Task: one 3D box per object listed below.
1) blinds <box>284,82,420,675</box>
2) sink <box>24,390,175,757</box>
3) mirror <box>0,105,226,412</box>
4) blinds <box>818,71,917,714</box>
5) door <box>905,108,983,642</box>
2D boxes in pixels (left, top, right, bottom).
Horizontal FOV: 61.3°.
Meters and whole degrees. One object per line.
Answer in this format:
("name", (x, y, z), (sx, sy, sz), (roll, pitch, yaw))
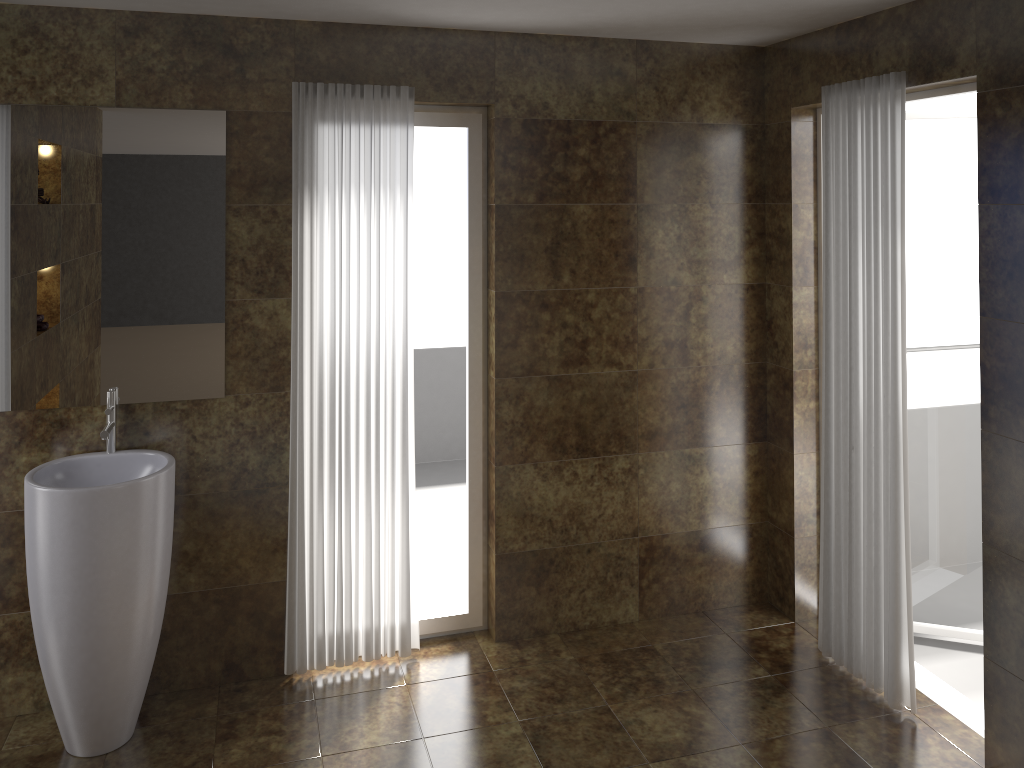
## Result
("blinds", (-0.609, -0.049, 3.341), (0.519, 2.237, 0.067), (0, -1, -17))
("sink", (-1.379, 0.627, 2.899), (0.459, 1.122, 0.439), (0, 1, -14))
("mirror", (-1.444, -0.466, 3.135), (0.768, 1.078, 0.008), (-1, -1, -16))
("blinds", (1.302, -0.023, 3.233), (0.069, 2.249, 0.486), (0, -1, -17))
("door", (1.839, -0.048, 3.587), (0.962, 2.200, 0.040), (0, -1, 17))
